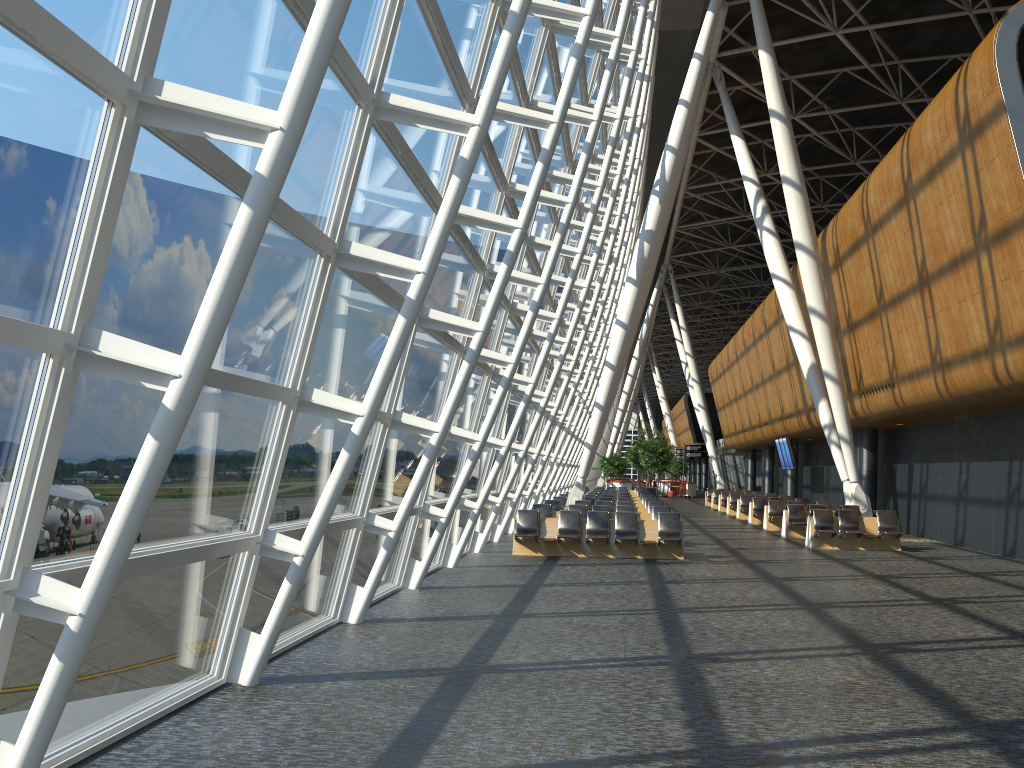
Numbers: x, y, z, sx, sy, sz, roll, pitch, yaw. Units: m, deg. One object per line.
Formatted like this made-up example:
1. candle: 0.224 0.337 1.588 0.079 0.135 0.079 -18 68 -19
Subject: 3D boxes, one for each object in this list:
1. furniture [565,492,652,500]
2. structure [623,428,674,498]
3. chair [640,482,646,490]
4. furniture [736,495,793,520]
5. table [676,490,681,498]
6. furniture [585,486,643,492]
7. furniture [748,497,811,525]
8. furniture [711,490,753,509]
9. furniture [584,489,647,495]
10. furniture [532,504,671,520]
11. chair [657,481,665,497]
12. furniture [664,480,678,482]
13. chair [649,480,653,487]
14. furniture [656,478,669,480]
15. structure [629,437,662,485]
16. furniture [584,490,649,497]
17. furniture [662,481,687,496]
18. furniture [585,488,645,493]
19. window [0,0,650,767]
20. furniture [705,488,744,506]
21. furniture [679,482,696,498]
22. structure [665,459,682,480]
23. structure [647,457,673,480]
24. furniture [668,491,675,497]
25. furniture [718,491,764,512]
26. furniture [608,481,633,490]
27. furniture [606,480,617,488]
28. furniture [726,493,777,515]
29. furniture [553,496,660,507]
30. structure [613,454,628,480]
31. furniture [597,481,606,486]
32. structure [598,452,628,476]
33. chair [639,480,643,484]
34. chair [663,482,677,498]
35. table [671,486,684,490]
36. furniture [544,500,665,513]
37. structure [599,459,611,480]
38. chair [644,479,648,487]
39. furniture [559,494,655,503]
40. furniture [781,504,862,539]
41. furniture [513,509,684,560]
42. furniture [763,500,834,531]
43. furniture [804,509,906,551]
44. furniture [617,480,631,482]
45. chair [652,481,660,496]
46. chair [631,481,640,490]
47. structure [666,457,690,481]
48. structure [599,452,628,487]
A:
1. furniture: 3.495 4.380 32.019 3.250 0.868 1.665 0 -4 7
2. structure: 8.914 5.196 58.447 3.092 4.532 5.818 1 -3 0
3. chair: 8.166 6.760 56.560 0.660 1.010 0.623 0 -1 32
4. furniture: 9.054 4.421 31.574 1.896 0.868 1.665 0 -4 7
5. table: 10.761 7.001 57.300 0.798 0.750 0.801 0 -3 23
6. furniture: 4.955 5.559 43.930 3.250 0.868 1.665 0 -4 7
7. furniture: 8.689 4.126 28.596 1.896 0.868 1.665 0 -4 7
8. furniture: 10.149 5.305 40.507 1.896 0.868 1.665 0 -4 7
9. furniture: 4.225 4.969 37.974 3.250 0.868 1.665 0 -4 7
10. furniture: 2.035 3.200 20.109 3.250 0.868 1.665 0 -4 7
11. chair: 10.142 7.035 59.078 0.622 1.010 0.662 0 -2 42
12. furniture: 12.166 7.880 67.458 0.889 1.006 2.834 2 -5 -25
13. chair: 10.915 7.883 67.689 0.660 1.010 0.623 0 -2 42
14. furniture: 18.223 11.828 106.380 1.896 0.868 1.665 0 -4 7
15. structure: 11.286 6.766 74.236 3.092 4.533 5.758 0 -3 30
16. furniture: 3.860 4.675 34.997 3.250 0.868 1.665 0 -4 7
17. furniture: 11.254 7.143 60.019 0.889 1.006 2.834 2 -5 -25
18. furniture: 4.590 5.264 40.952 3.250 0.868 1.665 0 -4 7
19. window: 9.100 2.852 83.393 3.719 14.014 166.790 1 -5 7
20. furniture: 10.514 5.600 43.484 1.896 0.868 1.665 0 -4 7
21. furniture: 11.410 6.858 57.065 0.888 1.006 2.838 0 -5 19
22. structure: 13.975 7.777 76.283 1.885 2.995 1.935 2 -1 -35
23. structure: 11.647 6.857 69.643 2.278 3.476 2.222 0 -1 20
24. furniture: 10.040 6.959 55.491 0.442 0.460 0.444 0 -2 19
25. furniture: 9.784 5.010 37.529 1.896 0.868 1.665 0 -4 7
26. furniture: 7.069 6.777 56.906 0.889 1.006 2.834 2 -5 -25
27. furniture: 6.914 7.062 59.860 0.888 1.006 2.838 0 -5 19
28. furniture: 9.419 4.715 34.551 1.896 0.868 1.665 0 -4 7
29. furniture: 2.765 3.790 26.064 3.250 0.868 1.665 0 -4 7
30. structure: 7.250 6.406 62.480 1.785 2.851 1.832 2 -1 -35
31. furniture: 9.379 9.133 80.027 3.250 0.868 1.665 0 -4 7
32. structure: 6.643 5.931 58.282 1.919 2.968 1.866 1 -1 -19
33. chair: 9.078 7.497 63.999 0.660 1.010 0.623 0 -1 32
34. chair: 10.168 6.816 56.819 0.661 1.010 0.622 2 -1 -38
35. table: 10.451 6.850 55.797 0.798 0.750 0.801 0 -3 23
36. furniture: 2.400 3.495 23.086 3.250 0.868 1.665 0 -4 7
37. structure: 7.422 6.751 65.800 1.758 2.813 1.805 2 -1 -35
38. chair: 11.086 8.264 71.585 0.661 1.010 0.623 1 -1 -8
39. furniture: 3.130 4.085 29.042 3.250 0.868 1.665 0 -4 7
40. furniture: 7.959 3.536 22.641 1.896 0.868 1.665 0 -4 7
41. furniture: 1.670 2.906 17.131 3.250 0.868 1.665 0 -4 7
42. furniture: 8.324 3.831 25.619 1.896 0.868 1.665 0 -4 7
43. furniture: 7.594 3.241 19.663 1.896 0.868 1.665 0 -4 7
44. furniture: 7.981 7.514 64.346 0.889 1.006 2.834 2 -5 -25
45. chair: 10.003 7.146 60.250 0.660 1.010 0.623 0 -2 42
46. chair: 7.975 6.890 57.922 0.622 1.010 0.662 0 -1 32
47. structure: 12.387 6.862 65.995 1.734 2.779 1.780 2 -1 -35
48. structure: 6.378 5.740 55.391 1.734 2.779 1.780 2 -1 -35
